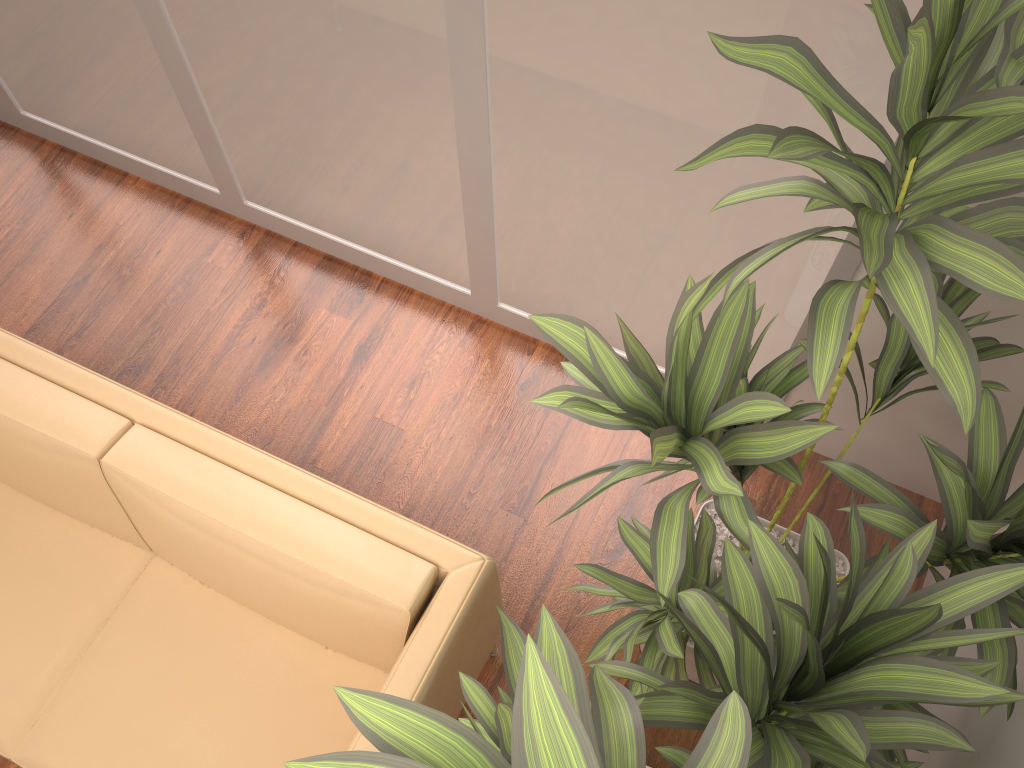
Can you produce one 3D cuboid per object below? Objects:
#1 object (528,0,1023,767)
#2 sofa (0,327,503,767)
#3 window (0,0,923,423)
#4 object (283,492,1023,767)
[{"bbox_3d":[0.620,0.230,1.662,1.061,2.186,0.947,40,69,20],"label":"object"},{"bbox_3d":[-1.024,0.562,2.264,1.790,0.870,0.851,23,66,12],"label":"sofa"},{"bbox_3d":[-2.864,-2.205,2.184,8.506,3.408,0.060,23,64,12],"label":"window"},{"bbox_3d":[0.335,0.766,1.415,0.953,2.186,1.055,36,68,18],"label":"object"}]
